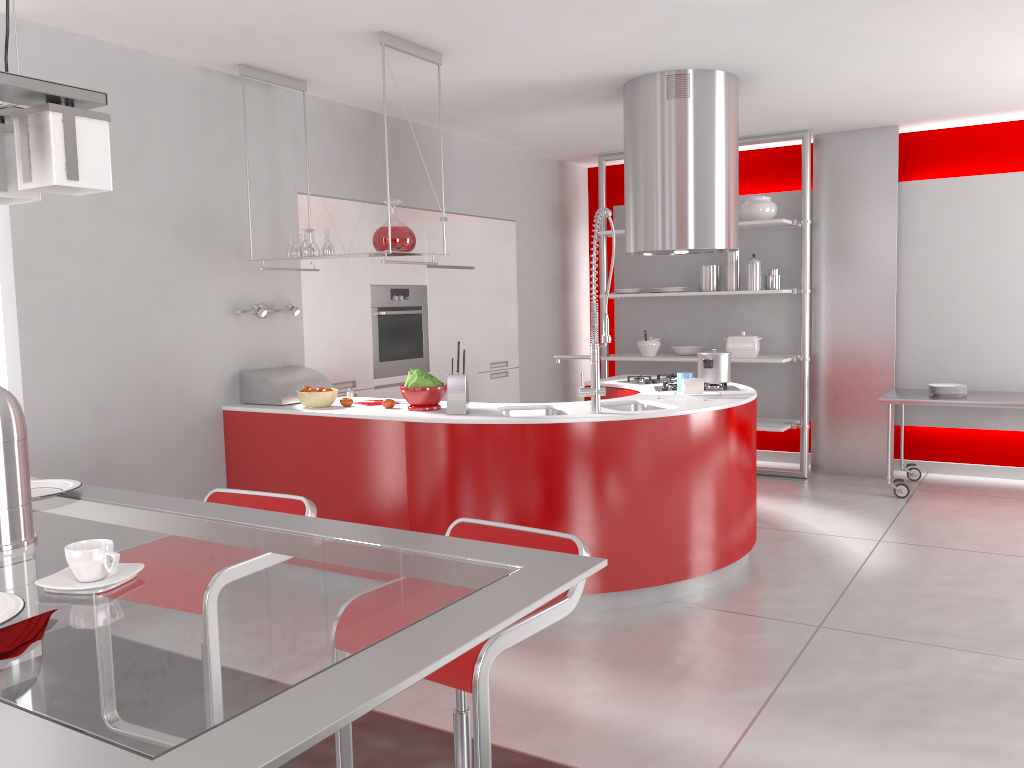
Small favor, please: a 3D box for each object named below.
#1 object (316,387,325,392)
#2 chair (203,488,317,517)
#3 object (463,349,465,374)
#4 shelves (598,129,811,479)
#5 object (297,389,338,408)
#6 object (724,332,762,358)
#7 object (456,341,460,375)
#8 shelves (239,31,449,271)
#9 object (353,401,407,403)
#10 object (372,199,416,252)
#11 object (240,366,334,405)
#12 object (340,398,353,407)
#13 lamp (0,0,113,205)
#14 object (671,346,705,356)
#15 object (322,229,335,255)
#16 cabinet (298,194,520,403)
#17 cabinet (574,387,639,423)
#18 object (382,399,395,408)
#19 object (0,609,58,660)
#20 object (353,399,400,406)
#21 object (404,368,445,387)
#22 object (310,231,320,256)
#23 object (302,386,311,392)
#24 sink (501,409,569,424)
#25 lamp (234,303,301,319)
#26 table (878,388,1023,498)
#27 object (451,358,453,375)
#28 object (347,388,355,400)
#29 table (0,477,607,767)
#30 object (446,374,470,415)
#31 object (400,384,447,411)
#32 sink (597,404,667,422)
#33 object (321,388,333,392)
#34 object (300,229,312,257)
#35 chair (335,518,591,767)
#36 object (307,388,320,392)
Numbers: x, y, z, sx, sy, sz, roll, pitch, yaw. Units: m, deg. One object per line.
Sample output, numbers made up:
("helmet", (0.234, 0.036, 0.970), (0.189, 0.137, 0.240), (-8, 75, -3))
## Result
("object", (-0.980, 0.040, 4.535), (0.066, 0.049, 0.062), (1, 6, 28))
("chair", (-0.808, 0.754, 2.417), (0.418, 0.857, 0.460), (1, 6, 27))
("object", (-0.223, -0.018, 4.093), (0.012, 0.279, 0.130), (-1, 5, 3))
("shelves", (1.486, -0.597, 7.067), (1.735, 2.599, 0.535), (2, 6, 31))
("object", (-0.982, 0.075, 4.489), (0.201, 0.086, 0.201), (2, 6, 32))
("object", (1.798, -0.309, 6.897), (0.282, 0.197, 0.235), (1, 6, 21))
("object", (-0.250, -0.035, 4.103), (0.014, 0.322, 0.150), (-1, 5, 3))
("shelves", (-0.841, -1.097, 4.430), (0.934, 1.023, 0.462), (2, 6, 31))
("object", (-0.654, 0.090, 4.585), (0.375, 0.008, 0.041), (-1, 5, 8))
("object", (-0.576, -0.764, 4.325), (0.213, 0.266, 0.213), (-4, 6, -30))
("object", (-1.207, 0.002, 4.801), (0.300, 0.170, 0.400), (2, 6, 31))
("object", (-0.834, 0.093, 4.468), (0.065, 0.047, 0.063), (2, 6, 31))
("lamp", (-0.864, -0.814, 1.342), (0.304, 1.025, 0.304), (2, 6, 31))
("object", (1.435, -0.269, 7.231), (0.272, 0.072, 0.272), (-2, 5, -4))
("object", (-0.927, -0.707, 4.472), (0.060, 0.141, 0.060), (2, 6, 31))
("cabinet", (-0.830, -0.187, 6.305), (0.614, 2.026, 2.398), (2, 6, 31))
("cabinet", (-0.159, 0.470, 4.893), (1.875, 0.761, 1.025), (-3, 5, -13))
("object", (-0.605, 0.096, 4.353), (0.064, 0.048, 0.063), (0, 5, 10))
("object", (-0.594, 0.298, 0.998), (0.095, 0.012, 0.234), (2, 6, 30))
("object", (-0.710, 0.097, 4.599), (0.168, 0.006, 0.266), (-5, 6, -32))
("object", (-0.415, 0.011, 4.257), (0.198, 0.182, 0.193), (3, 6, 37))
("object", (-1.012, -0.710, 4.523), (0.060, 0.141, 0.060), (2, 6, 31))
("object", (-1.041, 0.038, 4.522), (0.055, 0.058, 0.066), (0, 5, 17))
("sink", (0.108, 0.229, 4.140), (0.326, 0.172, 0.428), (-2, 5, -7))
("lamp", (-1.297, -0.396, 4.796), (0.155, 0.081, 0.454), (2, 6, 31))
("table", (3.359, 0.426, 5.915), (1.627, 0.682, 0.749), (2, 6, 33))
("object", (-0.277, -0.020, 4.097), (0.009, 0.197, 0.091), (-1, 5, 3))
("object", (-0.870, 0.054, 4.775), (0.043, 0.066, 0.042), (4, 7, 44))
("table", (-0.781, 0.768, 1.456), (1.700, 1.000, 0.800), (2, 6, 31))
("object", (-0.251, 0.044, 4.082), (0.091, 0.178, 0.137), (-1, 5, 5))
("object", (-0.423, 0.064, 4.266), (0.229, 0.118, 0.228), (-1, 5, 3))
("sink", (0.581, 0.207, 4.253), (0.326, 0.172, 0.428), (-3, 6, -19))
("object", (-0.936, 0.044, 4.486), (0.066, 0.049, 0.062), (3, 7, 39))
("object", (-1.034, -0.702, 4.440), (0.060, 0.141, 0.060), (-1, 5, 8))
("chair", (-0.097, 0.777, 1.977), (0.418, 0.857, 0.460), (2, 6, 36))
("object", (-1.000, 0.046, 4.477), (0.065, 0.052, 0.062), (0, 5, 16))
